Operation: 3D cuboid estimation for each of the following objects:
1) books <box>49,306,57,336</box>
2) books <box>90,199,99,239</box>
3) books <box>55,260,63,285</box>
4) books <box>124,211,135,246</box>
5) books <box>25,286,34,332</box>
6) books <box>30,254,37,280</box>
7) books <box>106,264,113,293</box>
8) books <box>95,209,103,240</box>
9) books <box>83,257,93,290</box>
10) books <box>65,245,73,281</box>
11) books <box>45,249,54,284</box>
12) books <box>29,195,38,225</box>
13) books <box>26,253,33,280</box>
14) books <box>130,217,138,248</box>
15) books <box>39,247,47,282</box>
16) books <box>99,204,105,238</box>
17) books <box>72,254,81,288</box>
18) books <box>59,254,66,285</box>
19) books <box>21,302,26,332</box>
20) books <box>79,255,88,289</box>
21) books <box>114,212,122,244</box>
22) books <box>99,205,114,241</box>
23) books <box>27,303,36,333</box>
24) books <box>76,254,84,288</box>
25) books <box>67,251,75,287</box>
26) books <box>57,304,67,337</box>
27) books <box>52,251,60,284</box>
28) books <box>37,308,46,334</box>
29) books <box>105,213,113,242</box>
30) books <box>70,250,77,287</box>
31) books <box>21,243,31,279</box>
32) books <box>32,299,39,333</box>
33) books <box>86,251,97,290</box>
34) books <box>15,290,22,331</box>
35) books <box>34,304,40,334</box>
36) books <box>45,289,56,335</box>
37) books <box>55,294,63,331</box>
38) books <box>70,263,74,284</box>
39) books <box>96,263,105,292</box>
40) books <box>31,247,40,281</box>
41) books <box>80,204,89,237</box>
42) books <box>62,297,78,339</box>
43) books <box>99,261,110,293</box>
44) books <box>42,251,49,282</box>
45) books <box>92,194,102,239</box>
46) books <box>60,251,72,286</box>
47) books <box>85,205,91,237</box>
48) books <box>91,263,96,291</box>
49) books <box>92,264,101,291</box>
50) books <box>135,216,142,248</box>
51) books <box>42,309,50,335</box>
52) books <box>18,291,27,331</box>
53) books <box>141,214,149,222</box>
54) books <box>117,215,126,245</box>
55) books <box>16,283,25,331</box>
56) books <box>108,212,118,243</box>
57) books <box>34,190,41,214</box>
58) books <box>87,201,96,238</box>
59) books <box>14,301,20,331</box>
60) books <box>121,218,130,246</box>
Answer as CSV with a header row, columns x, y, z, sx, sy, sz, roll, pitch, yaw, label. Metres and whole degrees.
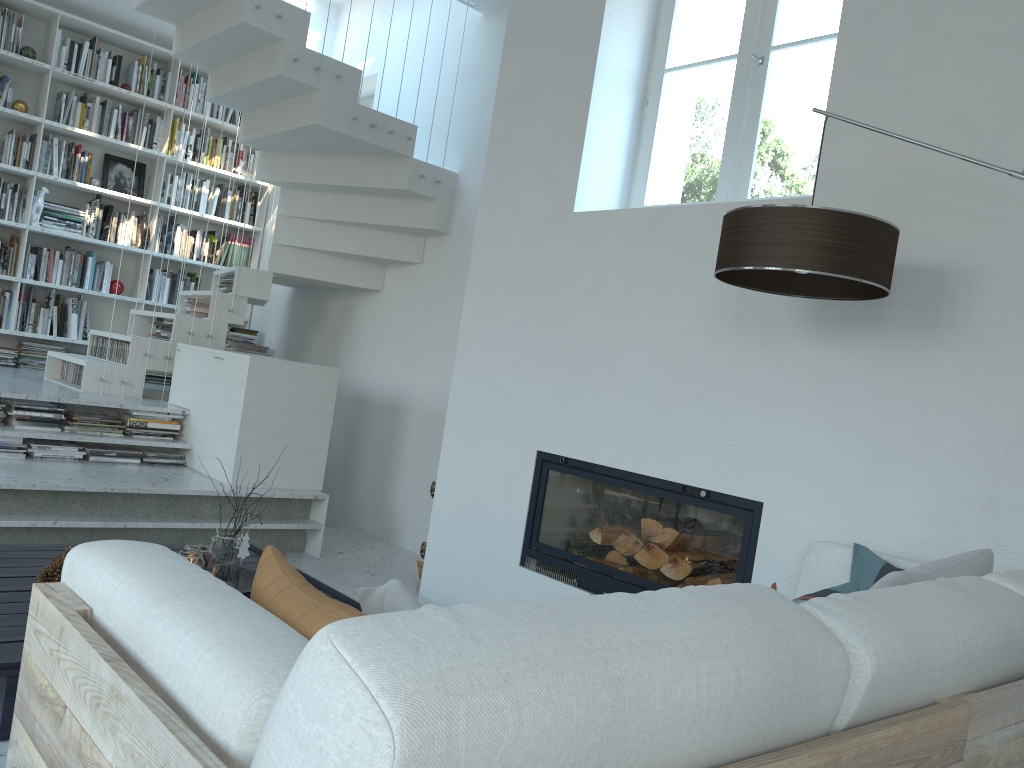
x,y,z,sx,sy,sz,roll,pitch,yaw,label
-3.338,-0.461,6.435,0.052,0.217,0.184,8,1,-41,books
-3.090,-1.207,6.523,0.011,0.300,0.184,8,1,-41,books
-3.295,-0.807,6.411,0.028,0.181,0.186,8,1,-41,books
-2.905,-1.163,6.694,0.021,0.271,0.191,8,1,-41,books
-3.465,-0.536,6.341,0.013,0.327,0.130,8,1,-41,books
-3.424,-0.828,6.304,0.022,0.184,0.162,8,1,-41,books
-3.045,-0.789,6.645,0.027,0.223,0.170,8,1,-41,books
-3.077,-1.172,6.549,0.030,0.236,0.179,8,1,-41,books
-3.146,-0.815,6.533,0.023,0.244,0.189,8,1,-41,books
-3.247,-0.859,6.456,0.013,0.299,0.147,8,1,-41,books
-3.334,-0.845,6.367,0.045,0.246,0.185,8,1,-41,books
-3.393,-1.214,6.256,0.027,0.221,0.184,8,1,-41,books
-3.442,-0.832,6.291,0.023,0.186,0.159,8,1,-41,books
-2.886,-1.144,6.717,0.041,0.239,0.176,8,1,-41,books
-3.378,-0.852,6.351,0.024,0.247,0.143,8,1,-41,books
-3.069,-1.193,6.576,0.014,0.280,0.131,8,1,-41,books
-3.215,-0.827,6.497,0.026,0.246,0.165,8,1,-41,books
-3.283,-0.829,6.431,0.012,0.229,0.179,8,1,-41,books
-3.491,-0.483,6.327,0.033,0.213,0.139,8,1,-41,books
-3.175,-0.825,6.540,0.012,0.254,0.160,8,1,-41,books
-2.987,-1.165,6.666,0.031,0.250,0.133,8,1,-41,books
-3.033,-1.189,6.590,0.059,0.282,0.167,8,1,-41,books
-3.453,-0.477,6.345,0.023,0.214,0.163,8,1,-41,books
-3.187,-0.824,6.495,0.014,0.249,0.177,8,1,-41,books
-3.230,-0.837,6.452,0.012,0.262,0.186,8,1,-41,books
-3.301,-0.466,6.471,0.031,0.239,0.171,8,1,-41,books
-3.318,-0.839,6.402,0.026,0.239,0.177,8,1,-41,books
-3.407,-0.457,6.390,0.030,0.188,0.139,8,1,-41,books
-3.025,-1.185,6.634,0.010,0.278,0.128,8,1,-41,books
-3.225,-0.841,6.482,0.011,0.272,0.151,8,1,-41,books
-3.457,-0.868,6.288,0.012,0.254,0.160,8,1,-41,books
-3.430,-0.488,6.349,0.015,0.243,0.156,8,1,-41,books
-3.127,-0.835,6.551,0.026,0.290,0.181,8,1,-41,books
-3.517,-0.524,6.285,0.012,0.286,0.158,8,1,-41,books
-3.425,-0.471,6.371,0.025,0.210,0.137,8,1,-41,books
-3.354,-0.522,6.412,0.014,0.333,0.168,8,1,-41,books
-3.323,-0.502,6.471,0.010,0.304,0.131,8,1,-41,books
-3.237,-0.817,6.474,0.011,0.220,0.149,8,1,-41,books
-3.092,-0.794,6.613,0.037,0.218,0.139,8,1,-41,books
-3.397,-0.854,6.319,0.047,0.244,0.177,8,1,-41,books
-3.145,-1.192,6.499,0.012,0.254,0.160,8,1,-41,books
-3.230,-0.482,6.474,0.075,0.291,0.254,8,1,-41,books
-3.062,-0.798,6.627,0.025,0.235,0.181,8,1,-41,books
-3.359,-0.837,6.353,0.011,0.223,0.162,8,1,-41,books
-3.079,-1.225,6.529,0.010,0.339,0.179,8,1,-41,books
-3.251,-0.837,6.427,0.028,0.255,0.191,8,1,-41,books
-3.144,-1.188,6.524,0.023,0.247,0.137,8,1,-41,books
-3.127,-0.816,6.575,0.010,0.252,0.153,8,1,-41,books
-3.108,-0.787,6.580,0.030,0.201,0.189,8,1,-41,books
-2.870,-1.150,6.749,0.024,0.255,0.145,8,1,-41,books
-3.382,-0.451,6.403,0.024,0.185,0.149,8,1,-41,books
-3.495,-0.520,6.302,0.015,0.287,0.138,8,1,-41,books
-2.821,-1.157,6.811,0.029,0.283,0.138,8,1,-41,books
-2.965,-1.154,6.685,0.028,0.235,0.129,8,1,-41,books
-3.500,-0.547,6.290,0.014,0.337,0.131,8,1,-41,books
-2.999,-1.163,6.632,0.031,0.242,0.147,8,1,-41,books
-3.389,-1.236,6.296,0.028,0.267,0.137,8,1,-41,books
-3.117,-1.203,6.536,0.012,0.285,0.159,8,1,-41,books
-3.525,-0.485,6.258,0.027,0.208,0.163,8,1,-41,books
-2.942,-1.140,6.697,0.025,0.213,0.155,8,1,-41,books
